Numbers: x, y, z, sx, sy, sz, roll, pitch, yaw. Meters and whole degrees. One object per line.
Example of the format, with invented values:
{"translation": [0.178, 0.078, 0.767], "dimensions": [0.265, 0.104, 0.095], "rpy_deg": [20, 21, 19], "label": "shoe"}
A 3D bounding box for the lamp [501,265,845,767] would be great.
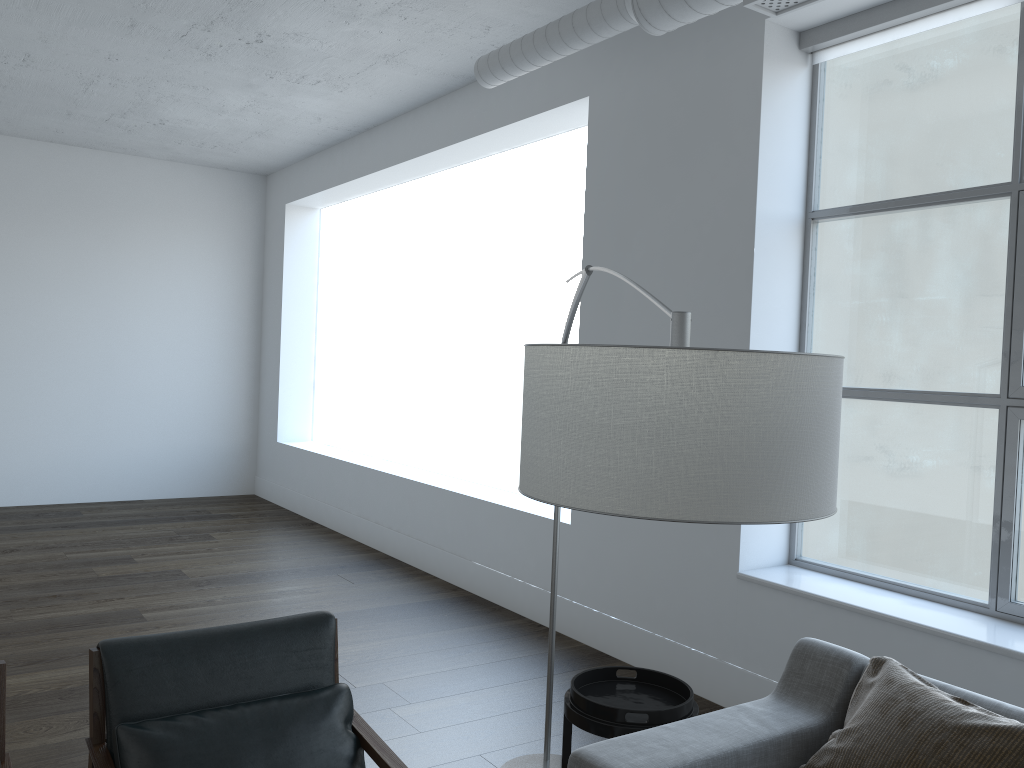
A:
{"translation": [0.205, 0.528, 2.111], "dimensions": [0.432, 1.738, 2.162], "rpy_deg": [2, 1, 0], "label": "lamp"}

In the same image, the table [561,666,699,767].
{"translation": [0.329, 1.128, 2.526], "dimensions": [0.379, 0.536, 0.379], "rpy_deg": [2, 1, -17], "label": "table"}

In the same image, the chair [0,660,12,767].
{"translation": [-1.259, 1.003, 1.599], "dimensions": [0.678, 0.698, 0.983], "rpy_deg": [1, 2, -34], "label": "chair"}

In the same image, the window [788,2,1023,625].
{"translation": [2.570, -0.263, 2.062], "dimensions": [0.107, 2.340, 4.566], "rpy_deg": [1, 2, -34], "label": "window"}

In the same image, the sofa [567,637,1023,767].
{"translation": [1.228, 1.119, 1.343], "dimensions": [0.991, 0.684, 2.541], "rpy_deg": [1, 2, -34], "label": "sofa"}

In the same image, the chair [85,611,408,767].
{"translation": [-0.563, 1.021, 2.073], "dimensions": [0.678, 0.698, 0.983], "rpy_deg": [1, 2, -34], "label": "chair"}

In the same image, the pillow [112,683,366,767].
{"translation": [-0.666, 0.966, 2.237], "dimensions": [0.612, 0.293, 0.246], "rpy_deg": [1, 2, -34], "label": "pillow"}

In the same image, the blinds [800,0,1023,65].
{"translation": [2.300, -1.386, 2.386], "dimensions": [0.086, 0.130, 3.613], "rpy_deg": [1, 2, -34], "label": "blinds"}

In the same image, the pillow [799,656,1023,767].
{"translation": [0.947, 0.885, 2.071], "dimensions": [0.298, 0.338, 0.597], "rpy_deg": [2, 1, -25], "label": "pillow"}
